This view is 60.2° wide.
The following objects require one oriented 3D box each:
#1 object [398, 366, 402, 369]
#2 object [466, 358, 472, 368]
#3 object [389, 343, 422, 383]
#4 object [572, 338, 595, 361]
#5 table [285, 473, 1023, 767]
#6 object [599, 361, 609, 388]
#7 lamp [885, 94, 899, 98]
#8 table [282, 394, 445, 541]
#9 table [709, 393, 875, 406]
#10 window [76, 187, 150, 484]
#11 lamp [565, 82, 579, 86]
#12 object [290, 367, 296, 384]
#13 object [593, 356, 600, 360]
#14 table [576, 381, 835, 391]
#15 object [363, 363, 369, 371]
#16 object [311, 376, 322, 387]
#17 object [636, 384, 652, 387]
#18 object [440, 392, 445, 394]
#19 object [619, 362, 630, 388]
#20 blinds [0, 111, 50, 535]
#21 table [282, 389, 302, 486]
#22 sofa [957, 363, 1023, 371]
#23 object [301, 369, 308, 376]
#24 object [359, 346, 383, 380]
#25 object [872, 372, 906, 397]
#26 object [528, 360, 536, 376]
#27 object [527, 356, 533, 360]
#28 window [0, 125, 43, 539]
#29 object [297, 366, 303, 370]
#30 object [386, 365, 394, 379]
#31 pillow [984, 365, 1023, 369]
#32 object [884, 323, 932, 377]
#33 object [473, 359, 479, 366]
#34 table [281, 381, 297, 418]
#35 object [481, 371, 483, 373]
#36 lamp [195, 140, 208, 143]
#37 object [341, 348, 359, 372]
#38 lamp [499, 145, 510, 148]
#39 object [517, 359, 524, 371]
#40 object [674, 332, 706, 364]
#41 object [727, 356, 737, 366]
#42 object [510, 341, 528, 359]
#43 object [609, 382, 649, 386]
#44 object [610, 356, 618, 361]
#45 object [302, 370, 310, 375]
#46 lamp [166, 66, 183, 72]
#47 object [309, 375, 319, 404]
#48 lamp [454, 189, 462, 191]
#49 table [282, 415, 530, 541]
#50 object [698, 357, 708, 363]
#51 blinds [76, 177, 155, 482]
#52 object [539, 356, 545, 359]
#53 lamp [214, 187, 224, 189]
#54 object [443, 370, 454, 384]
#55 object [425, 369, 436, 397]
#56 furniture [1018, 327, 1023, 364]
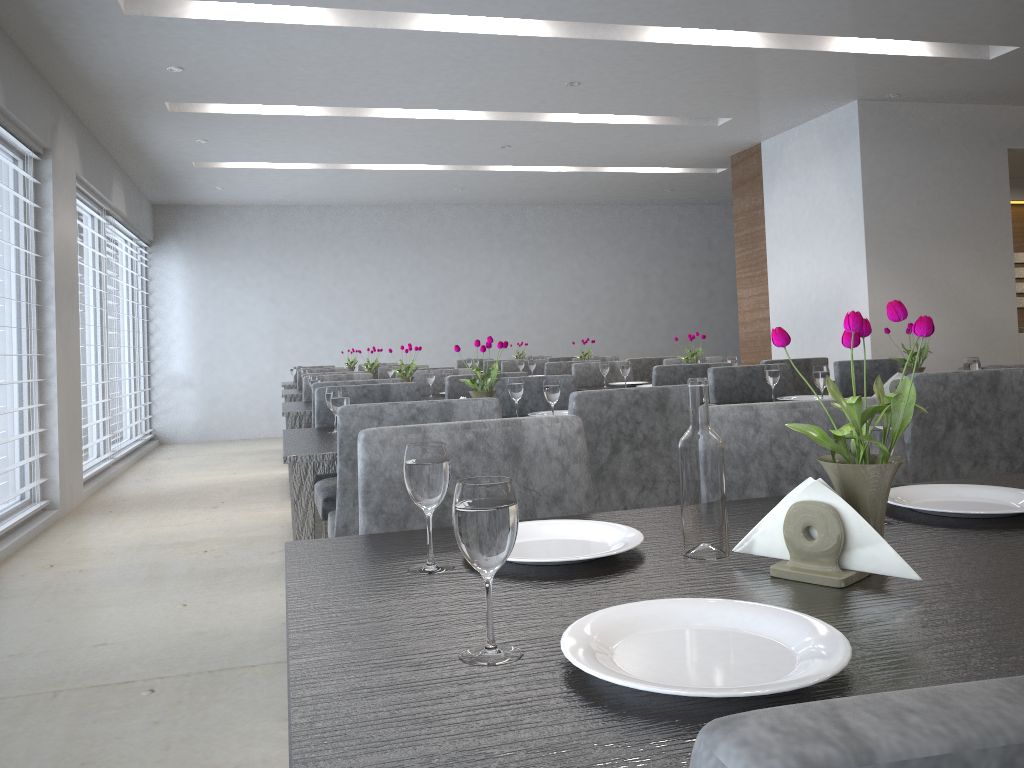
[{"bbox_3d":[-0.739,-0.054,5.932,0.053,0.139,0.053,-3,-2,33],"label":"object"},{"bbox_3d":[-0.391,-0.164,8.109,0.053,0.139,0.053,-3,-2,33],"label":"object"},{"bbox_3d":[-0.512,-0.060,4.293,0.155,0.277,0.104,-2,-1,-17],"label":"object"},{"bbox_3d":[0.523,-0.192,6.332,0.155,0.277,0.104,-2,-1,-17],"label":"object"},{"bbox_3d":[0.387,0.507,0.927,1.190,0.635,0.776,-3,1,-15],"label":"table"},{"bbox_3d":[0.495,-0.051,4.722,0.053,0.139,0.053,-3,-2,33],"label":"object"},{"bbox_3d":[2.633,-1.997,6.129,0.089,0.007,0.089,-1,3,30],"label":"lamp"},{"bbox_3d":[-0.495,0.395,4.298,1.190,0.635,0.776,-3,1,-15],"label":"table"},{"bbox_3d":[1.401,0.373,3.048,1.190,0.635,0.776,-3,1,-15],"label":"table"},{"bbox_3d":[-3.402,-0.392,7.401,0.159,2.075,3.656,-2,1,-15],"label":"window"},{"bbox_3d":[0.374,-1.878,5.535,0.089,0.007,0.089,-1,3,30],"label":"lamp"},{"bbox_3d":[-1.836,-0.075,7.426,0.053,0.139,0.053,-3,-2,33],"label":"object"},{"bbox_3d":[0.623,-0.135,6.514,0.053,0.139,0.053,-3,-2,33],"label":"object"},{"bbox_3d":[0.973,0.318,4.684,1.190,0.635,0.776,-3,1,-15],"label":"table"},{"bbox_3d":[-1.296,-0.117,7.872,0.053,0.139,0.053,-3,-2,33],"label":"object"},{"bbox_3d":[-0.899,0.034,4.072,0.053,0.139,0.053,-3,-2,27],"label":"object"},{"bbox_3d":[0.732,0.014,4.436,0.217,0.015,0.216,-3,3,-15],"label":"object"},{"bbox_3d":[-0.267,0.048,4.571,0.217,0.015,0.216,-3,3,-15],"label":"object"},{"bbox_3d":[0.568,-0.042,4.440,0.053,0.139,0.053,-3,-2,27],"label":"object"},{"bbox_3d":[-1.783,-0.230,1.619,0.045,2.044,7.091,-2,2,-15],"label":"blinds"},{"bbox_3d":[-0.927,0.340,5.951,1.190,0.635,0.776,-3,1,-15],"label":"table"},{"bbox_3d":[3.724,0.244,3.948,0.836,0.629,3.795,-3,2,-15],"label":"sofa"},{"bbox_3d":[-1.404,-0.030,6.006,0.053,0.139,0.053,-3,-2,33],"label":"object"},{"bbox_3d":[-0.944,-0.115,5.946,0.155,0.277,0.104,-2,-1,-17],"label":"object"},{"bbox_3d":[1.325,0.009,3.019,0.070,0.100,0.203,-2,1,-45],"label":"object"},{"bbox_3d":[0.138,-0.097,6.085,0.053,0.139,0.053,-3,-2,33],"label":"object"},{"bbox_3d":[0.167,-0.193,8.256,0.053,0.139,0.053,-3,-2,33],"label":"object"},{"bbox_3d":[-1.886,-0.199,1.602,0.159,2.073,7.097,-2,2,-15],"label":"window"},{"bbox_3d":[-1.854,-0.087,7.725,0.053,0.139,0.053,-3,-2,33],"label":"object"},{"bbox_3d":[-0.846,-0.059,6.152,0.053,0.139,0.053,-3,-2,33],"label":"object"},{"bbox_3d":[3.236,0.022,5.491,0.560,0.307,0.188,-3,-1,-14],"label":"pillow"},{"bbox_3d":[1.383,-0.082,3.043,0.155,0.277,0.104,-2,-1,-17],"label":"object"},{"bbox_3d":[-0.317,-0.155,7.827,0.053,0.139,0.053,-3,-2,33],"label":"object"},{"bbox_3d":[-1.376,0.283,7.672,1.190,0.635,0.776,-3,1,-15],"label":"table"},{"bbox_3d":[-0.247,-0.111,8.182,0.217,0.015,0.217,-2,2,1],"label":"object"},{"bbox_3d":[-2.323,-1.816,6.614,0.089,0.007,0.089,-1,3,30],"label":"lamp"},{"bbox_3d":[-1.394,-0.172,7.667,0.155,0.277,0.104,-2,-1,-17],"label":"object"},{"bbox_3d":[-0.064,-1.934,7.208,0.089,0.007,0.089,-1,3,30],"label":"lamp"},{"bbox_3d":[0.065,-0.106,6.367,0.053,0.139,0.053,-3,-2,33],"label":"object"},{"bbox_3d":[0.955,-0.137,4.679,0.155,0.277,0.104,-2,-1,-17],"label":"object"},{"bbox_3d":[1.160,-0.075,4.649,0.053,0.139,0.053,-3,-2,33],"label":"object"},{"bbox_3d":[0.073,-0.249,8.053,0.155,0.277,0.104,-2,-1,-17],"label":"object"},{"bbox_3d":[0.635,0.001,4.808,0.216,0.015,0.217,-1,3,31],"label":"object"},{"bbox_3d":[0.730,-0.130,6.294,0.053,0.139,0.053,-3,-2,33],"label":"object"},{"bbox_3d":[-1.331,-0.021,5.724,0.053,0.139,0.053,-3,-2,33],"label":"object"},{"bbox_3d":[-1.886,-1.760,4.941,0.089,0.007,0.089,-1,3,30],"label":"lamp"},{"bbox_3d":[-0.973,0.025,4.354,0.053,0.139,0.053,-3,-2,27],"label":"object"},{"bbox_3d":[-0.553,-1.996,9.081,0.089,0.007,0.089,-1,3,30],"label":"lamp"},{"bbox_3d":[-0.067,0.450,2.662,1.190,0.635,0.776,-3,1,-15],"label":"table"},{"bbox_3d":[1.053,-0.080,4.868,0.053,0.139,0.053,-3,-2,33],"label":"object"},{"bbox_3d":[-3.304,-0.424,7.438,0.045,2.045,3.647,-2,1,-15],"label":"blinds"},{"bbox_3d":[0.274,-0.188,8.036,0.053,0.139,0.053,-3,-2,33],"label":"object"},{"bbox_3d":[-2.813,-1.878,8.487,0.089,0.007,0.089,-1,3,30],"label":"lamp"},{"bbox_3d":[-0.308,0.001,4.280,0.053,0.139,0.053,-3,-2,27],"label":"object"},{"bbox_3d":[-0.414,-0.004,4.500,0.053,0.139,0.053,-3,-2,27],"label":"object"},{"bbox_3d":[6.661,-0.098,6.349,5.650,0.855,4.253,-3,2,-15],"label":"furniture"}]
